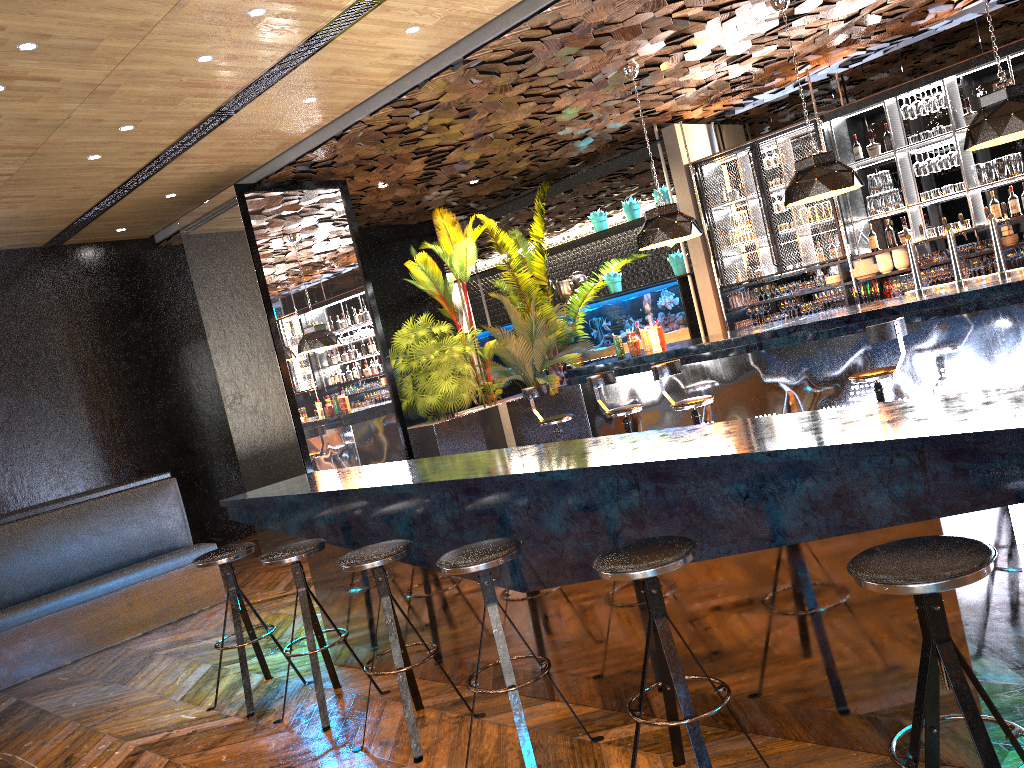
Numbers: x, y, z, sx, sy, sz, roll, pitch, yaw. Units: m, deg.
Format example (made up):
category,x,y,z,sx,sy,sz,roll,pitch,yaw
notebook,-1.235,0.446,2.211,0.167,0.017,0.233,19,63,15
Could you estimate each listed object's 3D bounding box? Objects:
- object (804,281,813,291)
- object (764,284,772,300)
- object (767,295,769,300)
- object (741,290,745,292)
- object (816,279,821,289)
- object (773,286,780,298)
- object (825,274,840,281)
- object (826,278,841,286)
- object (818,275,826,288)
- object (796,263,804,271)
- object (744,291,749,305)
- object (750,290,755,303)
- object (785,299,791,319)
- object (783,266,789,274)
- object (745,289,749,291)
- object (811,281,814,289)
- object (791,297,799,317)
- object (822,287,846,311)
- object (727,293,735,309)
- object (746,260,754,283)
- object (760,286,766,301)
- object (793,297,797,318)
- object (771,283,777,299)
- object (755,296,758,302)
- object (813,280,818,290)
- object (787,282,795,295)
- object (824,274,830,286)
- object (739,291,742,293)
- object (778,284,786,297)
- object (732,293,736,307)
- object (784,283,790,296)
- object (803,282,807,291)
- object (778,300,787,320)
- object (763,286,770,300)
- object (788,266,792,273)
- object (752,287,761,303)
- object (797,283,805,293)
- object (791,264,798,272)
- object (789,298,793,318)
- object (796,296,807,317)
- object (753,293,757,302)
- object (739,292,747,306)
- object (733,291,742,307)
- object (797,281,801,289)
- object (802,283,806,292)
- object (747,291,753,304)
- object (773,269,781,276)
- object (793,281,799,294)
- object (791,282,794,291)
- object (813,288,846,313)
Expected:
category,x,y,z,sx,sy,sz,roll,pitch,yaw
object,3.215,-1.058,9.603,0.078,0.099,0.078,-13,2,12
object,2.876,-1.028,9.927,0.087,0.170,0.087,-13,2,6
object,2.941,-1.056,10.209,0.087,0.170,0.087,-13,2,6
object,2.716,-1.013,10.386,0.067,0.174,0.067,-13,2,6
object,3.379,-1.106,9.811,0.078,0.099,0.078,-13,2,12
object,2.977,-1.034,9.940,0.081,0.132,0.081,-13,2,17
object,3.451,-1.132,9.455,0.209,0.060,0.211,-13,2,0
object,3.460,-1.092,9.457,0.211,0.060,0.209,-13,2,5
object,3.353,-1.107,9.586,0.074,0.131,0.074,-15,3,-32
object,3.197,-1.299,9.834,0.077,0.080,0.077,-12,3,34
object,2.699,-0.990,10.229,0.051,0.152,0.058,-16,3,-41
object,2.786,-1.014,10.308,0.058,0.152,0.051,-14,2,-18
object,3.084,-0.831,9.921,0.088,0.229,0.077,-13,2,5
object,3.060,-1.270,9.933,0.077,0.080,0.077,-12,3,31
object,2.776,-1.029,10.447,0.067,0.174,0.067,-14,2,-5
object,3.254,-1.071,9.690,0.078,0.099,0.078,-13,2,12
object,3.150,-0.844,9.846,0.088,0.229,0.077,-11,3,45
object,3.589,-0.940,9.689,0.376,0.227,0.186,-11,3,44
object,2.546,-0.969,10.310,0.067,0.174,0.067,-15,3,-36
object,2.752,-1.305,10.286,0.075,0.260,0.075,-14,2,-11
object,2.860,-1.033,10.126,0.087,0.170,0.087,-13,2,6
object,3.201,-0.864,10.045,0.077,0.229,0.088,-13,3,20
object,2.995,-1.065,10.137,0.087,0.170,0.087,-13,2,6
object,2.858,-1.035,10.399,0.051,0.152,0.058,-13,2,6
object,3.318,-1.089,9.755,0.078,0.099,0.078,-13,2,12
object,3.072,-1.047,9.754,0.074,0.131,0.074,-15,3,-32
object,3.454,-1.138,9.731,0.074,0.131,0.074,-15,3,-32
object,2.656,-0.995,10.321,0.067,0.174,0.067,-14,3,-19
object,2.999,-1.035,9.845,0.081,0.132,0.081,-13,2,17
object,2.599,-0.983,10.361,0.067,0.174,0.067,-14,2,-4
object,3.079,-1.058,9.932,0.081,0.132,0.081,-13,2,17
object,3.253,-1.078,9.820,0.078,0.103,0.078,-14,2,-2
object,3.020,-0.813,9.857,0.077,0.229,0.088,-15,3,-31
object,2.896,-1.037,10.035,0.087,0.170,0.087,-13,2,6
object,3.144,-1.297,10.071,0.077,0.080,0.077,-14,2,-5
object,2.779,-1.010,10.042,0.087,0.170,0.087,-13,2,6
object,3.151,-1.048,9.679,0.078,0.103,0.078,-14,2,-2
object,3.171,-1.298,9.938,0.077,0.080,0.077,-13,2,11
object,3.137,-0.846,9.981,0.088,0.229,0.077,-15,3,-29
object,3.237,-0.868,9.930,0.077,0.229,0.088,-16,3,-43
object,2.816,-1.024,10.360,0.058,0.152,0.051,-14,3,-21
object,2.655,-0.978,10.190,0.058,0.152,0.051,-15,3,-40
object,2.609,-0.982,10.262,0.067,0.174,0.067,-14,2,-5
object,3.193,-1.081,9.874,0.074,0.131,0.074,-15,3,-32
object,3.192,-1.061,9.754,0.078,0.103,0.078,-14,2,-2
object,2.743,-1.002,10.269,0.058,0.152,0.051,-13,2,7
object,2.996,-1.259,10.015,0.077,0.080,0.077,-14,2,-5
object,3.134,-1.064,9.813,0.074,0.131,0.074,-15,3,-32
object,3.170,-1.083,10.020,0.081,0.132,0.081,-13,2,17
object,3.454,-0.902,9.552,0.376,0.227,0.186,-11,3,44
